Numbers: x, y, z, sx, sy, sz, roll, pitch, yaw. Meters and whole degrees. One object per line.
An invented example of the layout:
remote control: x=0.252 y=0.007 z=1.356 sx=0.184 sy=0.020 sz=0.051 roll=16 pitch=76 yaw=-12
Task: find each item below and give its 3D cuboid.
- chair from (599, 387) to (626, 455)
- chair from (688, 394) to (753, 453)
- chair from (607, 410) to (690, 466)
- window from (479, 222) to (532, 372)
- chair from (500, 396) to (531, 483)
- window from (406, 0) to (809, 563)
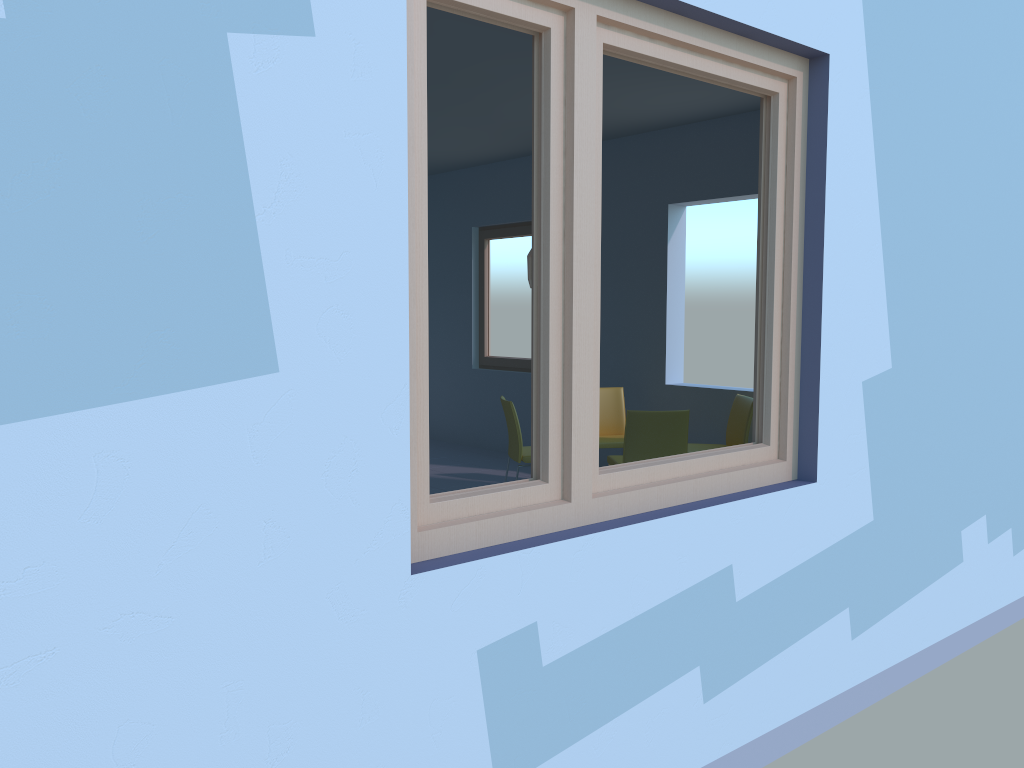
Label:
chair: x=0.645 y=0.386 z=6.026 sx=0.387 sy=0.695 sz=0.484 roll=-1 pitch=5 yaw=-9
chair: x=1.254 y=0.425 z=5.560 sx=0.484 sy=0.695 sz=0.387 roll=0 pitch=5 yaw=-4
chair: x=0.774 y=0.469 z=5.035 sx=0.387 sy=0.699 sz=0.484 roll=0 pitch=5 yaw=-4
window: x=0.177 y=-0.725 z=7.435 sx=0.142 sy=1.263 sz=1.475 roll=-4 pitch=6 yaw=-40
chair: x=0.176 y=0.431 z=5.467 sx=0.484 sy=0.695 sz=0.387 roll=-1 pitch=5 yaw=-9
window: x=0.275 y=-0.302 z=2.264 sx=1.475 sy=1.263 sz=0.142 roll=-4 pitch=6 yaw=-40
